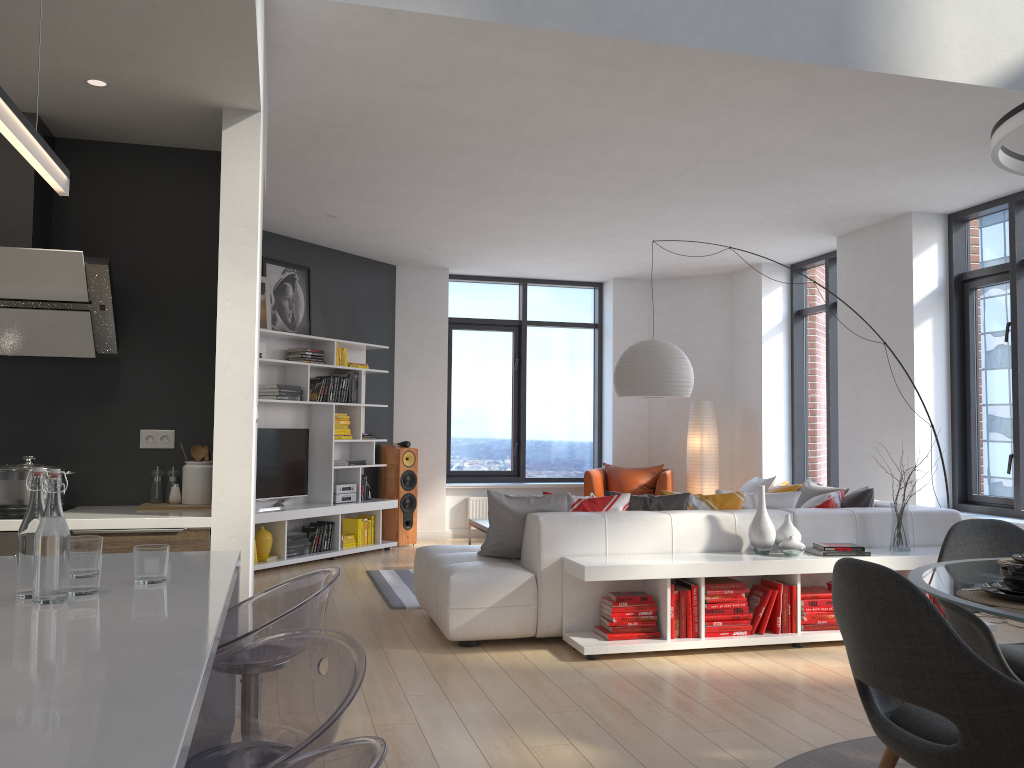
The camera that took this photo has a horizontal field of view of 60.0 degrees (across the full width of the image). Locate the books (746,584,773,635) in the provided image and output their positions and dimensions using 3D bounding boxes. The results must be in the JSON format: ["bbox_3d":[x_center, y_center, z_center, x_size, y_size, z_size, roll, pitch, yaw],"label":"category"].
[{"bbox_3d":[1.377,1.282,5.054,0.144,0.247,0.188,1,-3,-14],"label":"books"}]

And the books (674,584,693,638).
[{"bbox_3d":[0.950,1.266,4.951,0.042,0.259,0.195,1,-3,-15],"label":"books"}]

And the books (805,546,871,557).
[{"bbox_3d":[1.910,0.986,5.231,0.300,0.026,0.245,1,-3,-10],"label":"books"}]

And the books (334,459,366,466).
[{"bbox_3d":[-1.624,0.773,8.724,0.250,0.047,0.310,-1,-3,26],"label":"books"}]

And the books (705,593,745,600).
[{"bbox_3d":[1.156,1.187,5.019,0.257,0.025,0.182,1,-3,-15],"label":"books"}]

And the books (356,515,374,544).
[{"bbox_3d":[-1.458,1.439,8.799,0.204,0.270,0.029,-1,-3,30],"label":"books"}]

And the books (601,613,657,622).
[{"bbox_3d":[0.649,1.287,4.925,0.257,0.025,0.182,1,-3,-15],"label":"books"}]

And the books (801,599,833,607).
[{"bbox_3d":[1.767,1.262,5.190,0.279,0.039,0.206,1,-3,-16],"label":"books"}]

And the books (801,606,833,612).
[{"bbox_3d":[1.774,1.294,5.173,0.261,0.027,0.191,1,-3,-11],"label":"books"}]

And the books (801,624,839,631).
[{"bbox_3d":[1.763,1.398,5.170,0.259,0.034,0.206,1,-3,-12],"label":"books"}]

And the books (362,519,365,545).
[{"bbox_3d":[-1.521,1.442,8.679,0.180,0.251,0.019,-1,-3,30],"label":"books"}]

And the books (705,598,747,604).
[{"bbox_3d":[1.176,1.210,5.014,0.236,0.023,0.178,1,-3,-15],"label":"books"}]

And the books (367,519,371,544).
[{"bbox_3d":[-1.467,1.456,8.771,0.172,0.234,0.024,-1,-3,30],"label":"books"}]

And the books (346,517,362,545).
[{"bbox_3d":[-1.543,1.436,8.646,0.199,0.263,0.015,-1,-3,30],"label":"books"}]

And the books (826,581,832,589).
[{"bbox_3d":[1.963,1.295,5.215,0.134,0.248,0.192,1,-3,-15],"label":"books"}]

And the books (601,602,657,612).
[{"bbox_3d":[0.648,1.234,4.927,0.269,0.028,0.179,1,-3,-13],"label":"books"}]

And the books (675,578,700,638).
[{"bbox_3d":[0.982,1.251,4.966,0.049,0.291,0.214,1,-3,-15],"label":"books"}]

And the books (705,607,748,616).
[{"bbox_3d":[1.163,1.269,5.030,0.279,0.039,0.206,1,-3,-14],"label":"books"}]

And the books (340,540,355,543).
[{"bbox_3d":[-1.599,1.505,8.495,0.113,0.018,0.169,-1,-4,31],"label":"books"}]

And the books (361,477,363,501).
[{"bbox_3d":[-1.559,1.035,8.779,0.189,0.240,0.053,-1,-4,30],"label":"books"}]

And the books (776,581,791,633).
[{"bbox_3d":[1.544,1.278,5.098,0.028,0.266,0.188,1,-3,-15],"label":"books"}]

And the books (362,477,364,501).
[{"bbox_3d":[-1.541,1.037,8.796,0.170,0.236,0.049,-1,-4,31],"label":"books"}]

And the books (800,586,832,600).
[{"bbox_3d":[1.756,1.228,5.213,0.301,0.032,0.227,1,-3,-15],"label":"books"}]

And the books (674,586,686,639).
[{"bbox_3d":[0.910,1.266,4.951,0.034,0.259,0.207,1,-3,-15],"label":"books"}]

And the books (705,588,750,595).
[{"bbox_3d":[1.177,1.161,5.018,0.266,0.026,0.187,2,-3,-20],"label":"books"}]

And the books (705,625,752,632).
[{"bbox_3d":[1.177,1.357,4.986,0.282,0.030,0.188,1,-3,-13],"label":"books"}]

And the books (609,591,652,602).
[{"bbox_3d":[0.656,1.182,4.926,0.206,0.029,0.152,1,-3,-9],"label":"books"}]

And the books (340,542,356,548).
[{"bbox_3d":[-1.611,1.541,8.505,0.147,0.033,0.190,-1,-3,30],"label":"books"}]

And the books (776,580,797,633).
[{"bbox_3d":[1.574,1.275,5.091,0.028,0.269,0.181,1,-3,-15],"label":"books"}]

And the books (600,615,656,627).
[{"bbox_3d":[0.640,1.312,4.914,0.266,0.026,0.187,1,-3,-9],"label":"books"}]

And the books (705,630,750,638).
[{"bbox_3d":[1.169,1.387,5.001,0.274,0.029,0.200,1,-3,-15],"label":"books"}]

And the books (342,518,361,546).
[{"bbox_3d":[-1.557,1.436,8.619,0.198,0.255,0.044,-1,-3,30],"label":"books"}]

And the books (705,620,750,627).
[{"bbox_3d":[1.175,1.330,4.991,0.266,0.026,0.187,1,-3,-15],"label":"books"}]

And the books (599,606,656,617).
[{"bbox_3d":[0.641,1.262,4.941,0.261,0.028,0.191,1,-3,-15],"label":"books"}]

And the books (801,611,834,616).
[{"bbox_3d":[1.766,1.319,5.165,0.236,0.023,0.178,1,-3,-15],"label":"books"}]

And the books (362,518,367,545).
[{"bbox_3d":[-1.506,1.443,8.701,0.185,0.250,0.035,-1,-3,30],"label":"books"}]

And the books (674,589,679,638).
[{"bbox_3d":[0.877,1.266,4.942,0.031,0.255,0.181,1,-3,-15],"label":"books"}]

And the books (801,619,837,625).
[{"bbox_3d":[1.757,1.368,5.161,0.266,0.026,0.187,1,-3,-9],"label":"books"}]

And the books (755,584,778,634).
[{"bbox_3d":[1.418,1.282,5.057,0.115,0.245,0.192,1,-3,-15],"label":"books"}]

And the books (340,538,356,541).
[{"bbox_3d":[-1.609,1.489,8.509,0.134,0.014,0.187,-1,-3,30],"label":"books"}]

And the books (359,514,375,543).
[{"bbox_3d":[-1.452,1.441,8.827,0.213,0.270,0.025,-1,-3,30],"label":"books"}]

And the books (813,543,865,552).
[{"bbox_3d":[1.916,0.959,5.208,0.238,0.027,0.188,1,-3,-1],"label":"books"}]

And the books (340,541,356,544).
[{"bbox_3d":[-1.614,1.519,8.509,0.148,0.011,0.196,-1,-3,30],"label":"books"}]

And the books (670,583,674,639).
[{"bbox_3d":[0.845,1.248,4.931,0.036,0.294,0.208,1,-3,-15],"label":"books"}]

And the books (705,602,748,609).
[{"bbox_3d":[1.166,1.235,5.015,0.261,0.027,0.191,2,-3,-19],"label":"books"}]

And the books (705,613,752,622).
[{"bbox_3d":[1.169,1.304,5.028,0.301,0.032,0.227,1,-3,-15],"label":"books"}]

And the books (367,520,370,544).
[{"bbox_3d":[-1.477,1.454,8.746,0.172,0.234,0.024,-1,-3,30],"label":"books"}]

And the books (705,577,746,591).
[{"bbox_3d":[1.157,1.132,5.023,0.259,0.034,0.206,2,-3,-18],"label":"books"}]

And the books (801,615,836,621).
[{"bbox_3d":[1.765,1.343,5.172,0.257,0.025,0.182,1,-3,-15],"label":"books"}]

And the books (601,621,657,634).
[{"bbox_3d":[0.647,1.342,4.923,0.259,0.034,0.206,1,-3,-12],"label":"books"}]

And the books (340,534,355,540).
[{"bbox_3d":[-1.622,1.470,8.513,0.138,0.026,0.186,-1,-3,30],"label":"books"}]

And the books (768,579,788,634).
[{"bbox_3d":[1.512,1.275,5.099,0.038,0.270,0.215,1,-3,-15],"label":"books"}]

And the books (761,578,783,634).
[{"bbox_3d":[1.480,1.269,5.074,0.046,0.282,0.199,1,-3,-15],"label":"books"}]

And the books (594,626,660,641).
[{"bbox_3d":[0.633,1.374,4.910,0.301,0.032,0.227,1,-3,-15],"label":"books"}]

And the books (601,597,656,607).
[{"bbox_3d":[0.646,1.209,4.931,0.254,0.025,0.178,1,-3,-15],"label":"books"}]
